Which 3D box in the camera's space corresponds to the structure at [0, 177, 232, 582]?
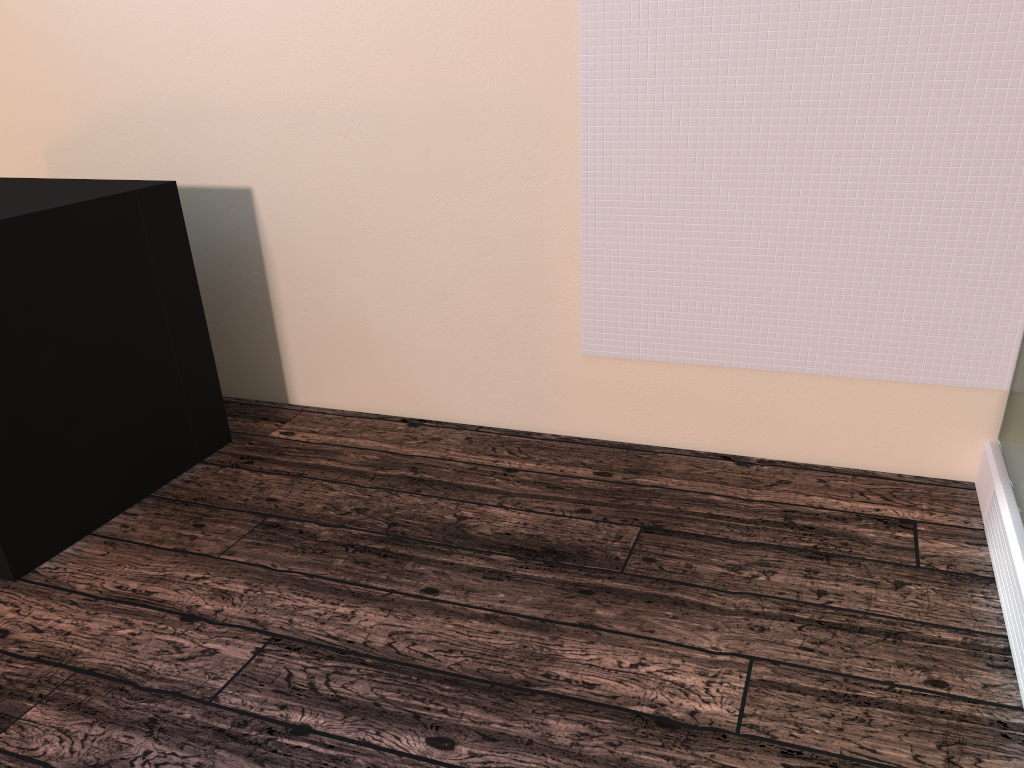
[{"bbox_3d":[-1.404,-0.085,2.296,0.868,0.874,0.790,7,26,19],"label":"structure"}]
